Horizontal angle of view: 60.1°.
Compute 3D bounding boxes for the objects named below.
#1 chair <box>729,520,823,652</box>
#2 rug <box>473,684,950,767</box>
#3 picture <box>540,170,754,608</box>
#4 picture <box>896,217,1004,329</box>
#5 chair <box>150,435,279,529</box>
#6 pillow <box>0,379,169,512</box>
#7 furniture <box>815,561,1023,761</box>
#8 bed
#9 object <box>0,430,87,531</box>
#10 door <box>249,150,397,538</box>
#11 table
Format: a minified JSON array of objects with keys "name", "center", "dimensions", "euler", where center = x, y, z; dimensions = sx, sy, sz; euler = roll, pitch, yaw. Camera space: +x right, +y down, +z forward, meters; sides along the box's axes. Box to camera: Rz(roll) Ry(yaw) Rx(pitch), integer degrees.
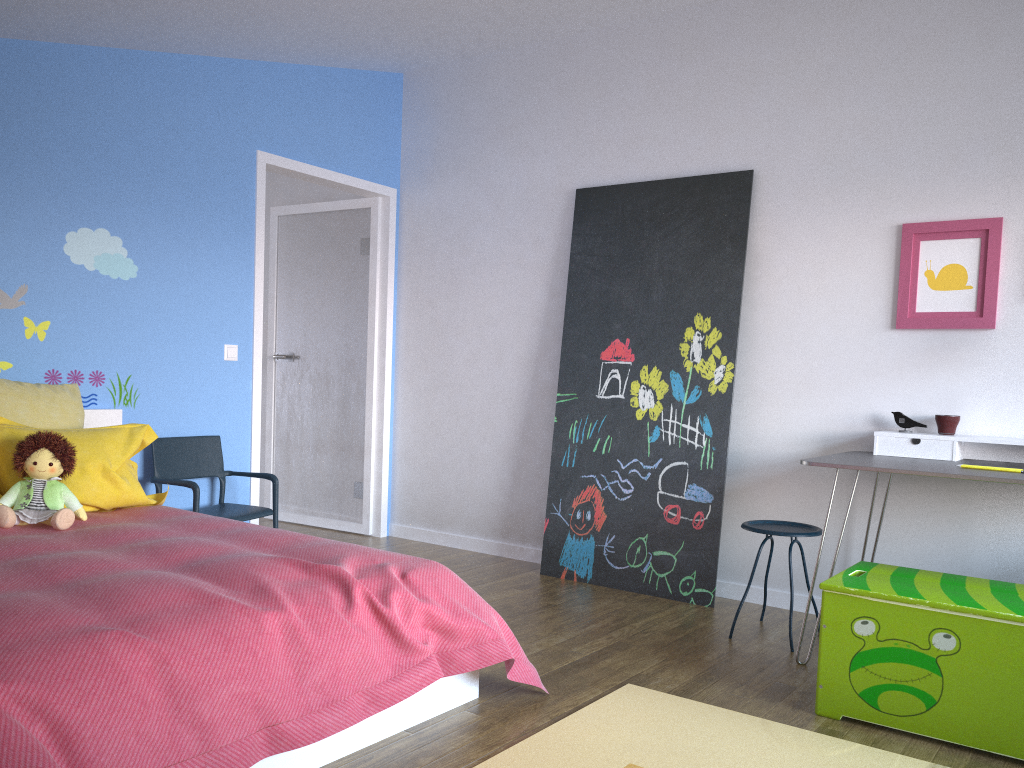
[{"name":"chair","center":[1.091,0.809,3.621],"dimensions":[0.324,0.463,0.364],"euler":[4,3,36]},{"name":"rug","center":[0.234,1.011,1.730],"dimensions":[1.198,0.006,2.199],"euler":[2,1,36]},{"name":"picture","center":[0.630,0.004,4.343],"dimensions":[0.956,2.025,0.207],"euler":[4,4,36]},{"name":"picture","center":[2.104,-0.434,3.406],"dimensions":[1.151,0.441,0.027],"euler":[3,3,36]},{"name":"chair","center":[-1.428,0.597,4.184],"dimensions":[0.416,0.676,0.512],"euler":[4,3,32]},{"name":"pillow","center":[-1.939,0.217,3.133],"dimensions":[0.678,0.533,1.344],"euler":[3,1,37]},{"name":"furniture","center":[1.408,0.841,2.703],"dimensions":[0.811,0.420,0.481],"euler":[3,2,36]},{"name":"bed","center":[-1.304,0.546,2.711],"dimensions":[2.313,0.813,1.925],"euler":[3,1,36]},{"name":"object","center":[-1.580,0.326,2.961],"dimensions":[0.286,0.343,0.250],"euler":[1,3,-20]},{"name":"door","center":[-1.444,-0.142,5.304],"dimensions":[0.996,2.135,1.032],"euler":[4,4,36]},{"name":"table","center":[1.791,0.687,3.178],"dimensions":[1.333,0.761,0.807],"euler":[3,2,36]}]
